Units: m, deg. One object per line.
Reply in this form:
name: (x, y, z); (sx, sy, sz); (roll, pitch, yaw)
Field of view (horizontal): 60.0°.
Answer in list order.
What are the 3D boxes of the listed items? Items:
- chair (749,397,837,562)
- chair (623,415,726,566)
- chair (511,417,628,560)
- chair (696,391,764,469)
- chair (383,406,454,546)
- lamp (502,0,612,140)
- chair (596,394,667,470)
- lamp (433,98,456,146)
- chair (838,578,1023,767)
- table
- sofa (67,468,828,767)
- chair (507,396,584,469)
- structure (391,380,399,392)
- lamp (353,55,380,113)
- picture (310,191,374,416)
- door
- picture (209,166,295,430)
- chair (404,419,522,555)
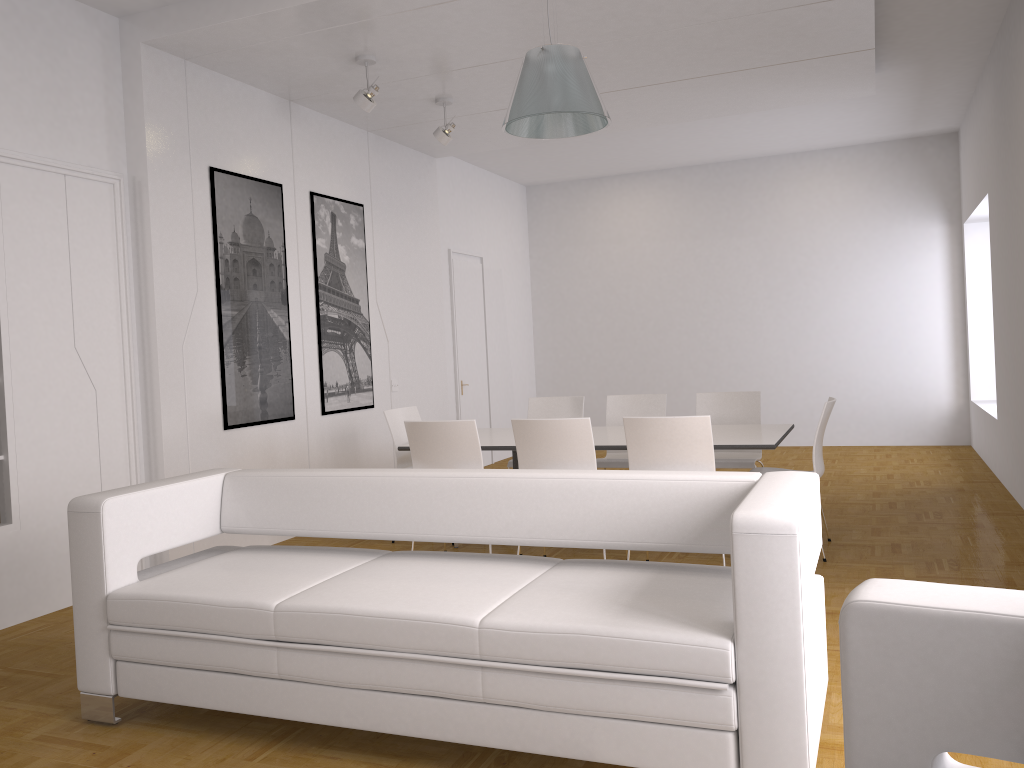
chair: (1.720, 0.565, 5.480); (0.575, 0.931, 0.561); (-2, 1, 23)
chair: (0.939, 0.623, 4.979); (0.561, 0.931, 0.576); (-2, 1, 23)
chair: (0.329, 0.644, 5.232); (0.561, 0.931, 0.576); (-2, 1, 23)
chair: (1.545, 0.539, 6.412); (0.561, 0.931, 0.576); (-2, 1, 23)
chair: (-0.576, 0.637, 6.431); (0.575, 0.931, 0.561); (-2, 1, 23)
lamp: (0.156, -1.711, 3.732); (0.464, 1.249, 0.465); (-2, 1, 22)
chair: (0.898, 0.561, 6.681); (0.561, 0.931, 0.576); (-2, 1, 23)
lamp: (-0.549, -2.067, 7.025); (0.167, 0.364, 0.173); (-3, 1, -25)
chair: (0.740, 0.760, 1.118); (0.801, 0.911, 1.097); (-2, 2, 32)
table: (0.604, 0.703, 5.965); (2.410, 0.722, 1.212); (-2, 2, 23)
sofa: (-0.289, 0.779, 3.175); (2.622, 0.848, 0.823); (-2, 2, 23)
chair: (0.288, 0.582, 6.934); (0.561, 0.931, 0.576); (-2, 1, 23)
structure: (-1.072, 0.014, 8.125); (0.013, 0.104, 0.114); (-2, 2, 23)
lamp: (-0.990, -2.005, 5.957); (0.167, 0.364, 0.173); (-3, 1, -25)
picture: (-1.398, -0.658, 7.391); (0.016, 1.779, 0.787); (-2, 1, 23)
door: (-0.462, -0.264, 10.048); (0.132, 2.452, 0.872); (-2, 1, 23)
picture: (-1.835, -0.597, 6.337); (0.013, 1.779, 0.787); (-2, 1, 23)
chair: (-0.318, 0.666, 5.500); (0.561, 0.931, 0.576); (-2, 1, 23)
